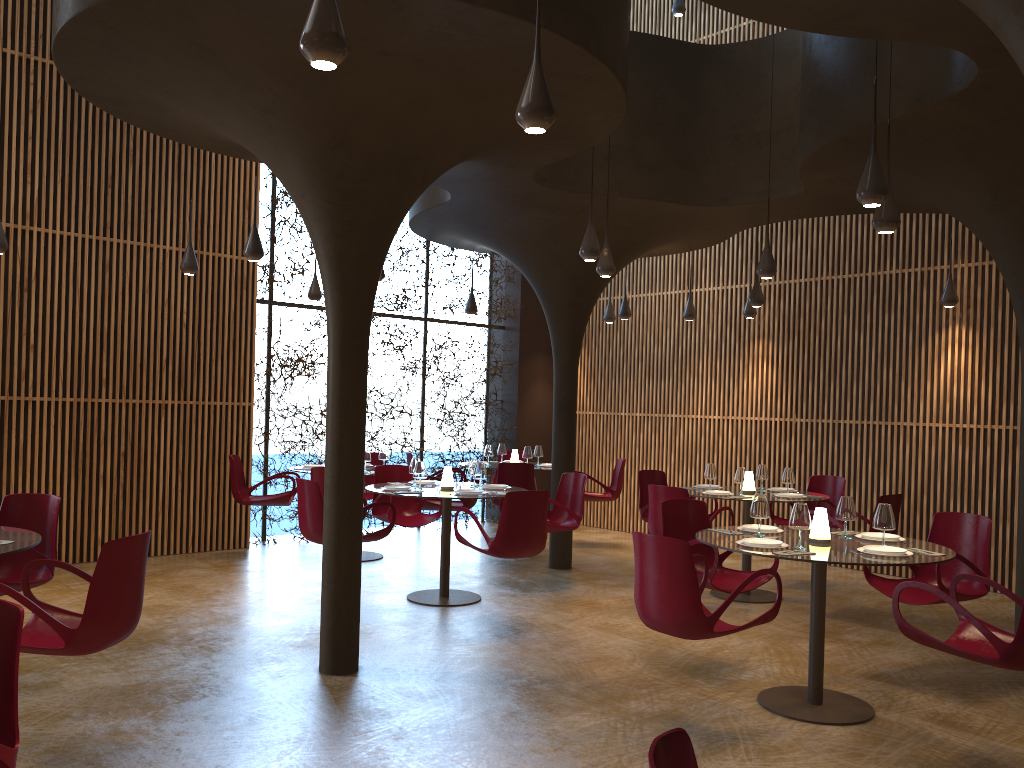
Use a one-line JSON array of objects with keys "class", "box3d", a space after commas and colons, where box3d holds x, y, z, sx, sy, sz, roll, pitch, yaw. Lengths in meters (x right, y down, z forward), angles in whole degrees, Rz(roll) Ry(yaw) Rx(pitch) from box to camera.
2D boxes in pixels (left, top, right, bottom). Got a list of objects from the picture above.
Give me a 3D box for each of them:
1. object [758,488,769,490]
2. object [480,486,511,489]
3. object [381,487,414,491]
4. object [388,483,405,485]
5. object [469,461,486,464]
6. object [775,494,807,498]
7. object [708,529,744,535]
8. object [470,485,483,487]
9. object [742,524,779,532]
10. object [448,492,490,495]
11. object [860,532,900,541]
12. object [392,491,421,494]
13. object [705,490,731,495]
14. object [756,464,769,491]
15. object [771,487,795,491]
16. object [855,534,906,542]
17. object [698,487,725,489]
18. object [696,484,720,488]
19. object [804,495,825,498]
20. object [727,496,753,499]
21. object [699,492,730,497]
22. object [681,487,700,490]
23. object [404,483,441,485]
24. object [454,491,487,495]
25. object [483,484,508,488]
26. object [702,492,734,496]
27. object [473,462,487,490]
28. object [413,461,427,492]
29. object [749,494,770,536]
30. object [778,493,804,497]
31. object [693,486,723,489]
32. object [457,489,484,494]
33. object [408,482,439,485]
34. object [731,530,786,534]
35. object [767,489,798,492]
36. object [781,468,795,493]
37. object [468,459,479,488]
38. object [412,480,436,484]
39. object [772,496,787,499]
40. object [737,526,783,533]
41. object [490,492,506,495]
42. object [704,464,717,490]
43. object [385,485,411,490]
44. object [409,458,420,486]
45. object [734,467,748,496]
[{"class": "object", "box3d": [2.856, 1.206, 10.203, 0.262, 0.017, 0.126, 3, -2, -41]}, {"class": "object", "box3d": [-0.171, 1.087, 9.308, 0.331, 0.014, 0.332, 1, -2, 30]}, {"class": "object", "box3d": [-1.139, 1.047, 8.841, 0.331, 0.014, 0.332, 0, -2, 41]}, {"class": "object", "box3d": [-1.232, 1.066, 9.448, 0.126, 0.017, 0.262, 2, -2, -25]}, {"class": "object", "box3d": [-0.509, 1.161, 13.079, 0.263, 0.029, 0.263, 1, -2, 35]}, {"class": "object", "box3d": [2.919, 1.178, 9.292, 0.332, 0.014, 0.332, 2, -2, -19]}, {"class": "object", "box3d": [1.548, 1.073, 6.422, 0.126, 0.017, 0.262, 2, -2, -25]}, {"class": "object", "box3d": [-0.312, 1.097, 9.575, 0.262, 0.017, 0.126, 3, -2, -31]}, {"class": "object", "box3d": [1.829, 1.067, 6.535, 0.263, 0.029, 0.263, 3, -2, -35]}, {"class": "object", "box3d": [-0.412, 1.065, 8.664, 0.411, 0.012, 0.204, 2, -2, -26]}, {"class": "object", "box3d": [2.609, 1.084, 6.282, 0.263, 0.029, 0.263, 3, -2, -41]}, {"class": "object", "box3d": [-1.018, 1.051, 8.564, 0.262, 0.017, 0.126, 2, -2, -27]}, {"class": "object", "box3d": [2.169, 1.147, 9.337, 0.263, 0.029, 0.263, 3, -2, -37]}, {"class": "object", "box3d": [2.812, 1.055, 9.969, 0.142, 0.295, 0.142, 2, 0, -42]}, {"class": "object", "box3d": [3.041, 1.188, 9.964, 0.263, 0.029, 0.263, 3, -2, -31]}, {"class": "object", "box3d": [2.609, 1.094, 6.282, 0.331, 0.014, 0.332, 1, -2, 30]}, {"class": "object", "box3d": [2.232, 1.178, 10.082, 0.411, 0.012, 0.204, 3, -2, -40]}, {"class": "object", "box3d": [2.229, 1.167, 10.078, 0.263, 0.029, 0.263, 2, -1, -6]}, {"class": "object", "box3d": [3.185, 1.196, 9.435, 0.126, 0.017, 0.262, 3, -2, -32]}, {"class": "object", "box3d": [2.336, 1.163, 9.085, 0.262, 0.017, 0.126, 3, -2, -37]}, {"class": "object", "box3d": [2.166, 1.158, 9.340, 0.204, 0.012, 0.410, 3, -2, -41]}, {"class": "object", "box3d": [1.972, 1.173, 9.918, 0.126, 0.017, 0.262, 3, -2, -35]}, {"class": "object", "box3d": [-0.948, 1.072, 9.564, 0.411, 0.012, 0.204, 3, -2, -30]}, {"class": "object", "box3d": [-0.408, 1.064, 8.667, 0.332, 0.014, 0.332, 2, -1, -12]}, {"class": "object", "box3d": [-0.171, 1.077, 9.308, 0.263, 0.029, 0.263, 3, -2, -41]}, {"class": "object", "box3d": [2.169, 1.157, 9.337, 0.331, 0.014, 0.332, 1, -2, 37]}, {"class": "object", "box3d": [-0.321, 0.935, 8.884, 0.142, 0.295, 0.142, 2, 0, 22]}, {"class": "object", "box3d": [-0.910, 0.915, 8.779, 0.142, 0.295, 0.142, 2, 0, 39]}, {"class": "object", "box3d": [1.764, 0.933, 6.312, 0.142, 0.295, 0.142, 2, 0, -4]}, {"class": "object", "box3d": [2.920, 1.168, 9.292, 0.263, 0.029, 0.263, 1, -2, 26]}, {"class": "object", "box3d": [2.228, 1.177, 10.078, 0.332, 0.014, 0.332, 2, -2, -29]}, {"class": "object", "box3d": [-0.408, 1.054, 8.667, 0.263, 0.029, 0.263, 2, -1, -18]}, {"class": "object", "box3d": [-0.952, 1.070, 9.561, 0.332, 0.014, 0.332, 2, -1, -16]}, {"class": "object", "box3d": [1.832, 1.078, 6.538, 0.411, 0.012, 0.204, 3, -2, -30]}, {"class": "object", "box3d": [3.041, 1.198, 9.964, 0.332, 0.014, 0.332, 3, -2, -44]}, {"class": "object", "box3d": [2.967, 1.048, 9.521, 0.142, 0.295, 0.142, 2, 0, 1]}, {"class": "object", "box3d": [-0.396, 0.944, 9.353, 0.142, 0.295, 0.142, 2, 0, 35]}, {"class": "object", "box3d": [-0.951, 1.061, 9.561, 0.263, 0.029, 0.263, 3, -2, -41]}, {"class": "object", "box3d": [2.916, 1.179, 9.289, 0.411, 0.012, 0.204, 3, -2, -36]}, {"class": "object", "box3d": [1.828, 1.077, 6.535, 0.332, 0.014, 0.332, 2, -1, -16]}, {"class": "object", "box3d": [-0.121, 1.082, 8.761, 0.126, 0.017, 0.262, 2, -2, -22]}, {"class": "object", "box3d": [2.204, 1.034, 9.847, 0.142, 0.295, 0.142, 2, 0, 20]}, {"class": "object", "box3d": [-1.139, 1.037, 8.841, 0.263, 0.029, 0.263, 3, -2, -33]}, {"class": "object", "box3d": [-1.016, 0.926, 9.338, 0.142, 0.295, 0.142, 2, 0, -4]}, {"class": "object", "box3d": [2.405, 1.026, 9.314, 0.142, 0.295, 0.142, 2, 0, 41]}]
